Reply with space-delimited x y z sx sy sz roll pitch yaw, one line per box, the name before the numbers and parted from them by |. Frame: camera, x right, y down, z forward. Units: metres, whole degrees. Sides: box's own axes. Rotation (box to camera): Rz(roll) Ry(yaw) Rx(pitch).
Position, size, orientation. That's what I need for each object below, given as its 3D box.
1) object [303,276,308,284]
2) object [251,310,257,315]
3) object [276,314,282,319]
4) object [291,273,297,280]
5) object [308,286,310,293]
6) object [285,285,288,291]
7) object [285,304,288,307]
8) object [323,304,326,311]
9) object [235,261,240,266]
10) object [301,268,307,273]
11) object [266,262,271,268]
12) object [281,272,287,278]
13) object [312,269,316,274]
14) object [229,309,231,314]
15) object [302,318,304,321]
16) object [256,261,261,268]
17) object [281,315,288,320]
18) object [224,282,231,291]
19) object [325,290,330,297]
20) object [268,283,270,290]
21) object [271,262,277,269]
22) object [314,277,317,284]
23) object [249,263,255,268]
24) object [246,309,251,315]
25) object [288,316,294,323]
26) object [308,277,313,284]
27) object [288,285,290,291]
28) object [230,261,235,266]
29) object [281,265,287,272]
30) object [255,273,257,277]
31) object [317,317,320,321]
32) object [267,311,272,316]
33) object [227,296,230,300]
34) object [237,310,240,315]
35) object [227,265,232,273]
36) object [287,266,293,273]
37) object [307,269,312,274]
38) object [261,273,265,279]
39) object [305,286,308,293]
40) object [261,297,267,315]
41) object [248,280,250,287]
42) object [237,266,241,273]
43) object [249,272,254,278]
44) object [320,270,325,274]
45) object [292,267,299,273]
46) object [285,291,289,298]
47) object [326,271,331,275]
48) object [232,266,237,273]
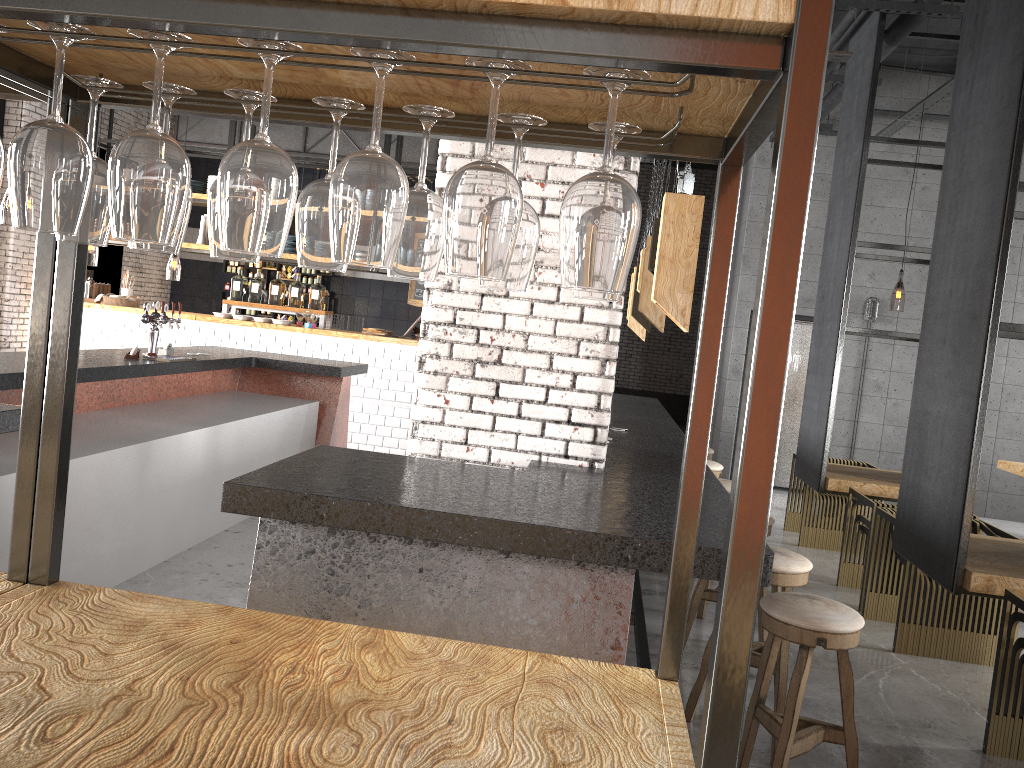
object | -3.233 -1.627 13.865 0.076 0.111 0.076 8 4 31
object | -4.069 -1.140 13.976 0.076 0.111 0.076 7 3 11
object | -3.664 -1.048 13.946 0.092 0.112 0.100 6 3 -8
object | -3.391 -1.690 13.895 0.092 0.108 0.105 7 3 17
object | -3.150 -1.473 13.883 0.081 0.113 0.071 7 3 5
object | -3.570 -1.515 13.933 0.090 0.101 0.111 5 4 -28
object | -3.546 -1.182 13.938 0.100 0.139 0.088 7 3 7
object | -2.935 -1.114 13.871 0.079 0.280 0.079 7 3 10
object | -4.327 -1.899 13.972 0.071 0.083 0.071 8 4 31
object | -3.249 -1.787 13.861 0.076 0.111 0.076 7 3 16
object | -3.821 -1.965 13.935 0.079 0.280 0.079 7 3 10
object | -3.582 -1.713 13.914 0.088 0.108 0.107 4 4 -34
object | -3.085 -1.767 13.846 0.076 0.111 0.076 6 3 1
object | -4.437 -1.136 14.040 0.090 0.101 0.111 4 4 -33
object | -3.302 -1.049 13.895 0.076 0.111 0.076 5 4 -29
object | -3.983 -1.898 13.936 0.079 0.156 0.079 6 3 -9
object | -3.570 -1.035 13.938 0.092 0.108 0.105 7 3 17
object | -4.488 -1.542 14.026 0.100 0.139 0.088 7 3 7
object | -2.901 -1.417 13.851 0.088 0.108 0.107 4 4 -34
object | -3.770 -1.537 13.949 0.100 0.139 0.088 7 3 7
object | -3.729 -1.954 13.926 0.079 0.280 0.079 6 3 -15
object | -3.056 -1.606 13.848 0.076 0.111 0.076 5 4 -29
object | -4.090 -1.911 13.947 0.079 0.156 0.079 9 4 36
object | -4.150 -1.150 13.982 0.076 0.111 0.076 5 3 -19
object | -3.464 -1.022 13.927 0.088 0.108 0.107 4 4 -34
object | -3.145 -1.617 13.856 0.076 0.111 0.076 5 3 -19
object | -3.472 -1.503 13.924 0.090 0.101 0.111 5 4 -28
object | -4.408 -1.909 13.981 0.071 0.083 0.071 6 3 -4
object | -3.574 -1.816 13.908 0.092 0.112 0.100 6 3 -8
object | -4.009 -1.706 13.945 0.071 0.083 0.071 6 3 -4
object | -3.025 -1.125 13.877 0.079 0.280 0.079 8 3 24
object | -3.807 -1.218 13.960 0.079 0.280 0.079 5 3 -25
object | -4.463 -1.345 14.012 0.071 0.083 0.071 8 4 31
object | -4.338 -1.124 14.031 0.090 0.101 0.111 5 4 -28
object | -4.455 -1.817 13.990 0.076 0.111 0.076 7 3 16
object | -3.470 -1.801 13.899 0.088 0.108 0.107 4 4 -34
object | -3.167 -1.777 13.852 0.076 0.111 0.076 8 4 26
object | -3.924 -1.696 13.937 0.071 0.083 0.071 6 3 -4
object | -3.247 -1.484 13.893 0.081 0.113 0.071 7 3 5
object | -3.901 -1.230 13.969 0.079 0.280 0.079 7 3 15
object | -4.121 -1.588 13.976 0.092 0.112 0.100 6 3 -8
object | -4.292 -1.798 13.975 0.076 0.111 0.076 6 3 1
object | -4.102 -1.717 13.955 0.071 0.083 0.071 8 4 31
object | -2.947 -1.860 13.845 0.079 0.280 0.079 5 3 -20
object | -3.379 -1.790 13.890 0.092 0.108 0.105 7 3 17
object | -3.526 -1.408 13.933 0.090 0.101 0.111 5 4 -28
object | -2.854 -1.849 13.835 0.079 0.280 0.079 6 3 0
object | -4.374 -1.808 13.981 0.076 0.111 0.076 8 4 26
